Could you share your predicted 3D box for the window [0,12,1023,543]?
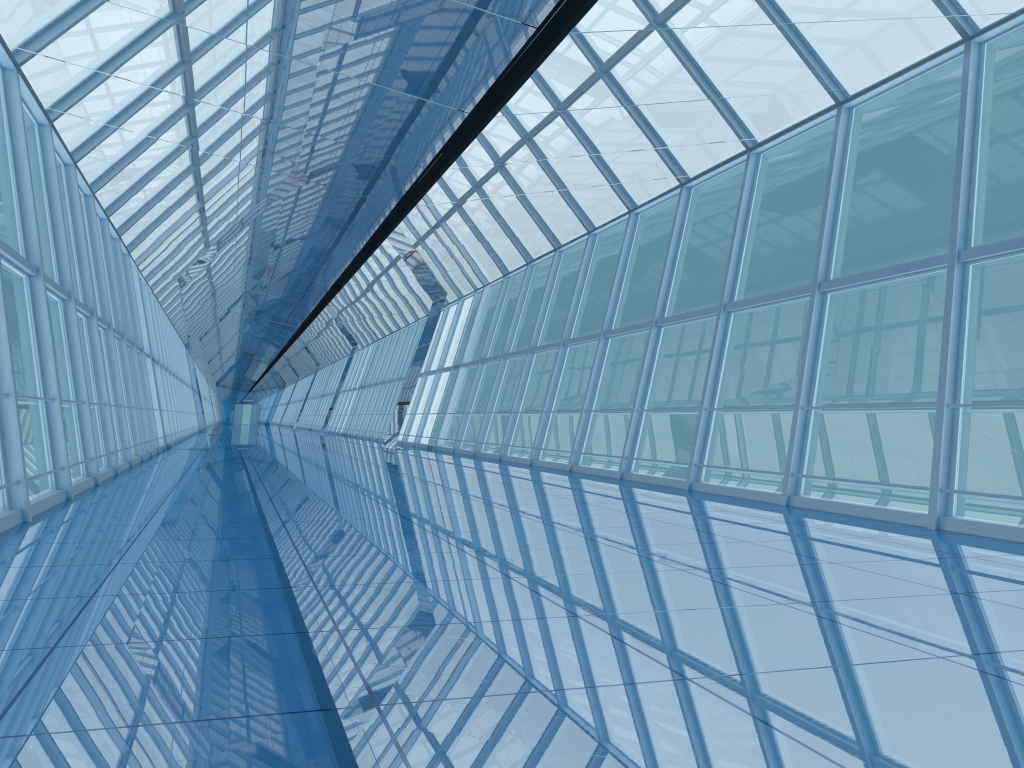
[{"bbox_3d":[-14.052,0.329,48.770,9.860,4.975,105.433,2,-3,-18],"label":"window"}]
